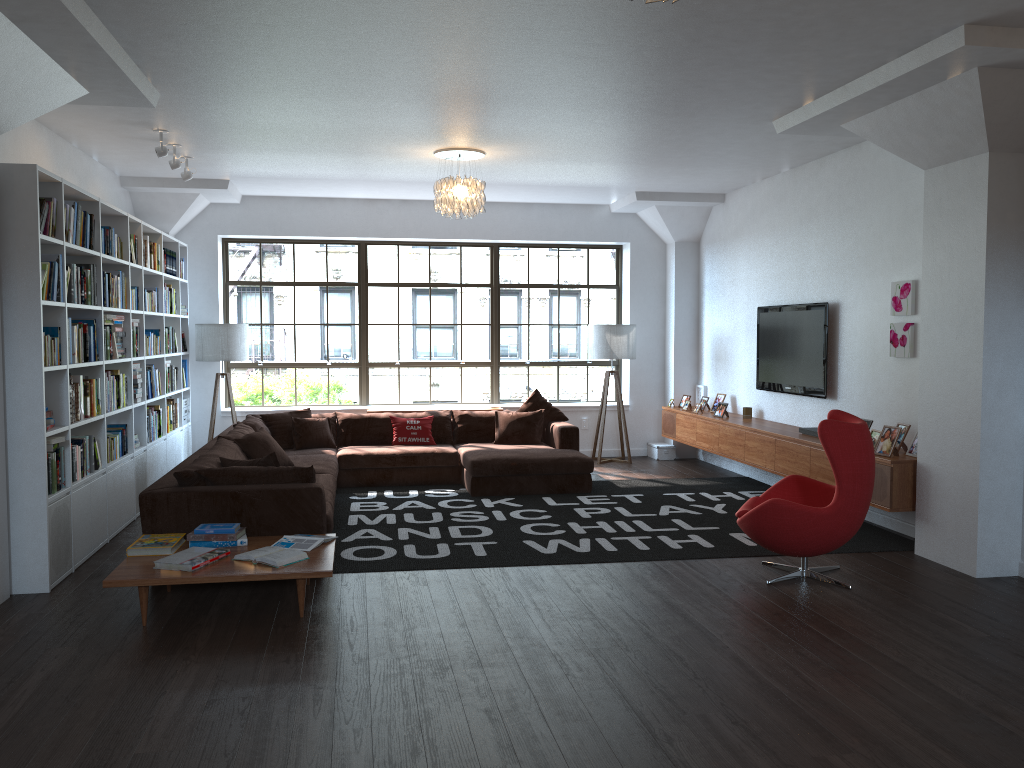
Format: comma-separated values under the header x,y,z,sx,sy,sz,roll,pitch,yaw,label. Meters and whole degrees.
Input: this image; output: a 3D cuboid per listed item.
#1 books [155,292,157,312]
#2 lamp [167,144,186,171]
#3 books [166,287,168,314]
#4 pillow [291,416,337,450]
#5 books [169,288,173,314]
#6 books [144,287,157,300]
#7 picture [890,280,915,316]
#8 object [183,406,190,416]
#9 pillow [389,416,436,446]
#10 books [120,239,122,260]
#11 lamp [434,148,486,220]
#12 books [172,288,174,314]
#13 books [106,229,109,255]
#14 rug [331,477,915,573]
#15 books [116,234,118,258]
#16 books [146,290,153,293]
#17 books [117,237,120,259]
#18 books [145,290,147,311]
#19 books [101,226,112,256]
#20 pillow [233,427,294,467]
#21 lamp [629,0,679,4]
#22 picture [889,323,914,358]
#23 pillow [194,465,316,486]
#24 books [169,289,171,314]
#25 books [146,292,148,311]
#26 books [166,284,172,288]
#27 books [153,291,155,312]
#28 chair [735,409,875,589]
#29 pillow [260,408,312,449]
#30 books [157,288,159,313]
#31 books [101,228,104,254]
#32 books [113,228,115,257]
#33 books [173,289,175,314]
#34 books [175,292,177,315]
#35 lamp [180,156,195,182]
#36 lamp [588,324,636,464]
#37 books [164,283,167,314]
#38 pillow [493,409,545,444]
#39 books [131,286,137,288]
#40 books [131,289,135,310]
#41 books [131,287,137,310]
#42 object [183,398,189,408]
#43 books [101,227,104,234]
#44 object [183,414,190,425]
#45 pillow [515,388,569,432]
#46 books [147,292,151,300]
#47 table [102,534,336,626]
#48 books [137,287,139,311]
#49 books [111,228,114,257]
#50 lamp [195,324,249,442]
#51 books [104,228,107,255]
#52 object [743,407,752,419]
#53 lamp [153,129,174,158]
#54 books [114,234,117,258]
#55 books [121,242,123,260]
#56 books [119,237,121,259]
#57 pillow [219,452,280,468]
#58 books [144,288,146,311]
x,y,z,sx,sy,sz,roll,pitch,yaw,label
-3.290,-0.739,8.016,0.139,0.191,0.036,-1,3,-10,books
-2.713,-1.826,7.148,0.111,0.211,0.120,3,4,39,lamp
-3.361,-0.792,8.410,0.183,0.253,0.034,-1,3,-11,books
-1.989,0.483,8.799,0.489,0.337,0.238,-3,4,-40,pillow
-3.389,-0.802,8.603,0.183,0.253,0.034,-1,3,-11,books
-3.301,-0.761,8.054,0.140,0.231,0.042,-1,3,-10,books
2.871,-0.629,6.516,0.030,0.250,0.250,-1,3,-10,picture
-3.533,0.289,9.185,0.331,0.088,0.410,-1,3,-10,object
-1.019,0.481,9.114,0.465,0.308,0.220,-1,3,-14,pillow
-3.087,-1.036,6.874,0.109,0.171,0.018,-1,3,-10,books
-0.441,-1.673,7.482,0.441,0.539,0.442,2,4,32,lamp
-3.411,-0.810,8.683,0.180,0.259,0.060,-1,3,-11,books
-3.019,-1.028,6.469,0.146,0.202,0.027,-1,3,-10,books
0.582,1.060,7.279,4.200,0.007,3.100,0,3,-9,rug
-3.068,-1.040,6.727,0.136,0.196,0.045,-1,3,-10,books
-3.281,-0.739,7.942,0.127,0.200,0.020,-1,3,-10,books
-3.072,-1.034,6.782,0.128,0.178,0.022,-1,3,-10,books
-3.218,-0.716,7.622,0.139,0.191,0.036,-1,3,-10,books
-3.037,-1.048,6.551,0.140,0.231,0.042,-1,3,-10,books
-2.033,0.569,7.248,0.325,0.391,0.625,0,3,6,pillow
0.440,-1.392,2.506,0.441,0.539,0.442,2,4,32,lamp
2.871,-0.323,6.533,0.030,0.250,0.250,-1,3,-10,picture
-1.595,0.681,5.609,0.750,0.364,0.289,-1,3,-11,pillow
-3.393,-0.794,8.563,0.174,0.240,0.045,-1,3,-11,books
-3.225,-0.710,7.679,0.126,0.173,0.032,-1,3,-10,books
-3.404,-0.823,8.634,0.176,0.290,0.036,-1,3,-11,books
-3.285,-0.739,7.975,0.136,0.196,0.045,-1,3,-10,books
1.778,0.666,5.412,0.801,1.006,0.798,1,3,15,chair
-2.194,0.461,8.860,0.580,0.418,0.334,-2,4,-37,pillow
-3.313,-0.761,8.101,0.158,0.226,0.052,-1,3,-10,books
-2.993,-1.015,6.330,0.139,0.191,0.036,-1,3,-10,books
-3.056,-1.053,6.646,0.140,0.231,0.042,-1,3,-10,books
-3.434,-0.812,8.778,0.183,0.253,0.034,-1,3,-11,books
-3.436,-0.802,8.854,0.161,0.223,0.026,-1,3,-11,books
-2.803,-1.854,7.658,0.120,0.211,0.111,-2,4,-36,lamp
1.150,0.106,10.215,0.545,1.579,0.545,0,3,1,lamp
-3.354,-0.808,8.366,0.176,0.290,0.053,-1,3,-11,books
0.068,0.442,9.183,0.542,0.362,0.248,1,3,11,pillow
-3.168,-0.703,7.308,0.146,0.202,0.027,-1,3,-10,books
-3.145,-0.684,7.223,0.126,0.173,0.032,-1,3,-10,books
-3.157,-0.696,7.277,0.139,0.191,0.036,-1,3,-10,books
-3.541,0.202,9.179,0.316,0.088,0.410,-1,3,-10,object
-3.004,-1.022,6.360,0.146,0.202,0.027,-1,3,-10,books
-3.533,0.377,9.190,0.331,0.088,0.410,-1,3,-10,object
0.242,0.348,9.376,0.651,0.587,0.335,-2,4,-31,pillow
-3.265,-0.722,7.850,0.128,0.178,0.022,-1,3,-10,books
-1.529,1.066,4.844,1.100,0.271,0.853,-1,3,-10,table
-3.164,-0.705,7.336,0.146,0.202,0.027,-1,3,-10,books
-3.051,-1.048,6.598,0.158,0.226,0.052,-1,3,-10,books
-3.115,0.143,9.568,0.545,1.579,0.545,-1,3,-21,lamp
-3.000,-1.024,6.389,0.146,0.202,0.027,-1,3,-10,books
2.360,0.290,8.888,0.089,0.110,0.089,2,4,35,object
-2.626,-1.797,6.651,0.111,0.211,0.120,1,4,24,lamp
-3.059,-1.035,6.688,0.139,0.191,0.036,-1,3,-10,books
-3.084,-1.028,6.893,0.110,0.153,0.019,-1,3,-10,books
-3.089,-1.039,6.827,0.134,0.184,0.030,-1,3,-10,books
-1.679,0.625,5.861,0.559,0.411,0.269,2,4,36,pillow
-3.204,-0.718,7.564,0.146,0.202,0.027,-1,3,-10,books
